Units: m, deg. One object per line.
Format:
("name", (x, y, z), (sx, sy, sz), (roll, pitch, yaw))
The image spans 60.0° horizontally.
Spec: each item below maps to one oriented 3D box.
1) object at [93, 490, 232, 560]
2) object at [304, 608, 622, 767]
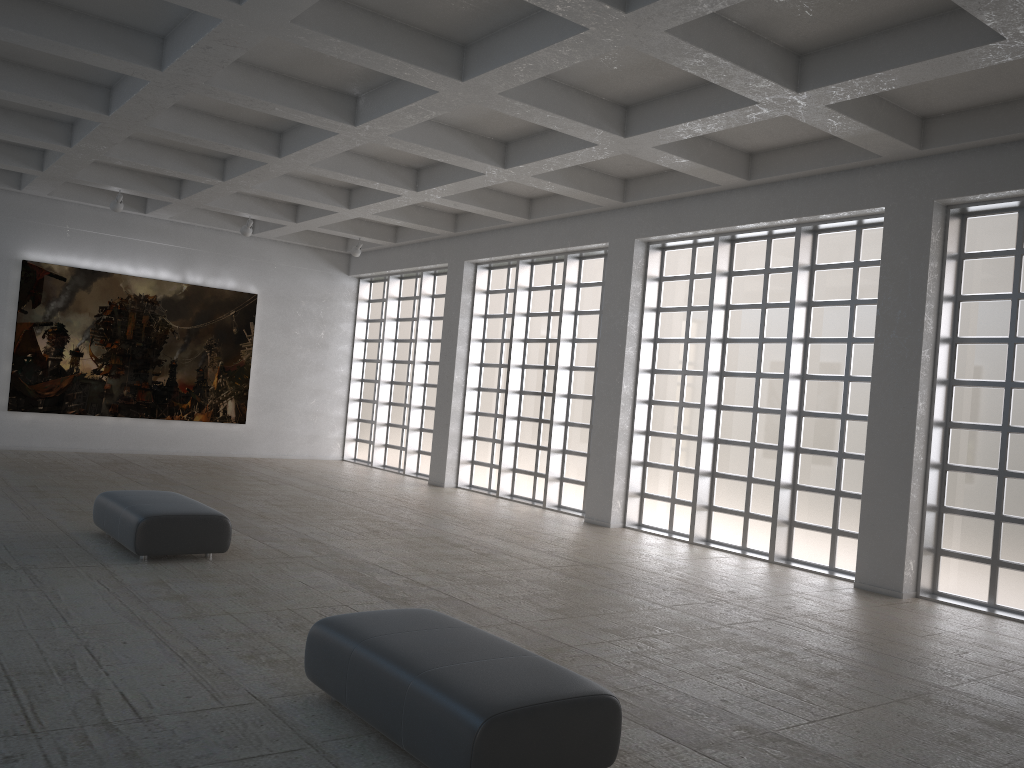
("object", (-6.317, 2.476, 15.879), (1.616, 0.828, 3.044), (6, -1, -37))
("object", (-0.584, 2.843, 8.288), (1.616, 0.828, 3.044), (6, -1, -37))
